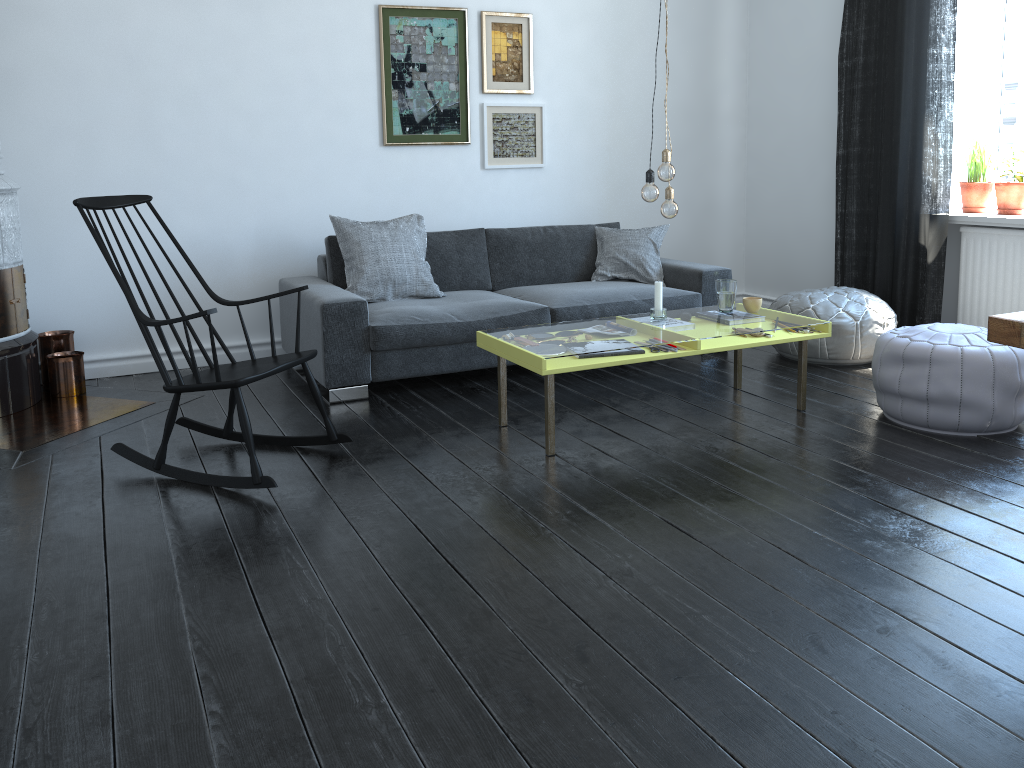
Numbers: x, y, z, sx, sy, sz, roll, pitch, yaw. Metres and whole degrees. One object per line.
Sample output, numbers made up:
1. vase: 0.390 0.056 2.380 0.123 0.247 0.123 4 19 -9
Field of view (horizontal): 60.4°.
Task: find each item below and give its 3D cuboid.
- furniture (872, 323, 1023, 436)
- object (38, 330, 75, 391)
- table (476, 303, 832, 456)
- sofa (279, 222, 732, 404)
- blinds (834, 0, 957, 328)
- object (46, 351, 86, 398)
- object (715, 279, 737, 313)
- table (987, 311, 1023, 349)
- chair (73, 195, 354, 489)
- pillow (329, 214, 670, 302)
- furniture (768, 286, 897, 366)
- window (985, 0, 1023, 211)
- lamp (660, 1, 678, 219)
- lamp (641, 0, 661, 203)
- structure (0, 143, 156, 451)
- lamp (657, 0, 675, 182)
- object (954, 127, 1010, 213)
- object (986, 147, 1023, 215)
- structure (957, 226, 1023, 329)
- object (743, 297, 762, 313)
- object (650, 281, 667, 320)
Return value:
1. furniture: 1.849 -0.034 3.706 0.614 0.412 0.624 -8 14 -30
2. object: -2.325 -0.122 4.510 0.174 0.276 0.178 -6 11 -25
3. table: 0.614 -0.049 3.772 1.407 0.392 0.610 -8 14 -25
4. sofa: -0.017 -0.507 4.985 2.384 0.711 1.102 -7 14 -25
5. blinds: 2.170 -1.720 5.076 0.113 2.925 0.814 -5 9 -26
6. object: -2.210 -0.048 4.372 0.175 0.196 0.174 -8 13 -35
7. object: 0.989 -0.406 4.068 0.098 0.144 0.099 4 11 25
8. table: 2.371 0.158 2.183 2.237 0.704 1.035 -7 14 -25
9. chair: -1.137 -0.198 3.283 0.907 0.988 0.623 3 10 19
10. pillow: -0.008 -0.769 5.078 2.061 0.484 0.486 -6 12 -21
11. furniture: 1.770 -0.344 4.912 0.682 0.375 0.691 -7 14 -25
12. window: 3.126 -1.842 4.457 0.108 1.953 1.592 -5 11 -25
13. lamp: 0.644 -1.419 3.576 0.074 1.473 0.090 -1 8 -1
14. lamp: 0.558 -1.474 3.512 0.086 1.473 0.075 3 9 26
15. structure: -2.436 -1.277 3.878 1.271 2.843 0.790 2 9 20
16. lamp: 0.620 -1.559 3.519 0.074 1.473 0.075 2 8 21
17. object: 2.686 -1.230 5.036 0.337 0.491 0.303 -10 13 -42
18. object: 2.771 -1.121 4.855 0.235 0.364 0.262 -3 10 -13
19. structure: 2.758 -0.463 4.493 0.073 0.616 1.082 -5 13 -25
20. object: 1.103 -0.360 4.041 0.087 0.065 0.088 0 12 3
21. object: 0.651 -0.373 3.910 0.074 0.170 0.076 0 9 10
